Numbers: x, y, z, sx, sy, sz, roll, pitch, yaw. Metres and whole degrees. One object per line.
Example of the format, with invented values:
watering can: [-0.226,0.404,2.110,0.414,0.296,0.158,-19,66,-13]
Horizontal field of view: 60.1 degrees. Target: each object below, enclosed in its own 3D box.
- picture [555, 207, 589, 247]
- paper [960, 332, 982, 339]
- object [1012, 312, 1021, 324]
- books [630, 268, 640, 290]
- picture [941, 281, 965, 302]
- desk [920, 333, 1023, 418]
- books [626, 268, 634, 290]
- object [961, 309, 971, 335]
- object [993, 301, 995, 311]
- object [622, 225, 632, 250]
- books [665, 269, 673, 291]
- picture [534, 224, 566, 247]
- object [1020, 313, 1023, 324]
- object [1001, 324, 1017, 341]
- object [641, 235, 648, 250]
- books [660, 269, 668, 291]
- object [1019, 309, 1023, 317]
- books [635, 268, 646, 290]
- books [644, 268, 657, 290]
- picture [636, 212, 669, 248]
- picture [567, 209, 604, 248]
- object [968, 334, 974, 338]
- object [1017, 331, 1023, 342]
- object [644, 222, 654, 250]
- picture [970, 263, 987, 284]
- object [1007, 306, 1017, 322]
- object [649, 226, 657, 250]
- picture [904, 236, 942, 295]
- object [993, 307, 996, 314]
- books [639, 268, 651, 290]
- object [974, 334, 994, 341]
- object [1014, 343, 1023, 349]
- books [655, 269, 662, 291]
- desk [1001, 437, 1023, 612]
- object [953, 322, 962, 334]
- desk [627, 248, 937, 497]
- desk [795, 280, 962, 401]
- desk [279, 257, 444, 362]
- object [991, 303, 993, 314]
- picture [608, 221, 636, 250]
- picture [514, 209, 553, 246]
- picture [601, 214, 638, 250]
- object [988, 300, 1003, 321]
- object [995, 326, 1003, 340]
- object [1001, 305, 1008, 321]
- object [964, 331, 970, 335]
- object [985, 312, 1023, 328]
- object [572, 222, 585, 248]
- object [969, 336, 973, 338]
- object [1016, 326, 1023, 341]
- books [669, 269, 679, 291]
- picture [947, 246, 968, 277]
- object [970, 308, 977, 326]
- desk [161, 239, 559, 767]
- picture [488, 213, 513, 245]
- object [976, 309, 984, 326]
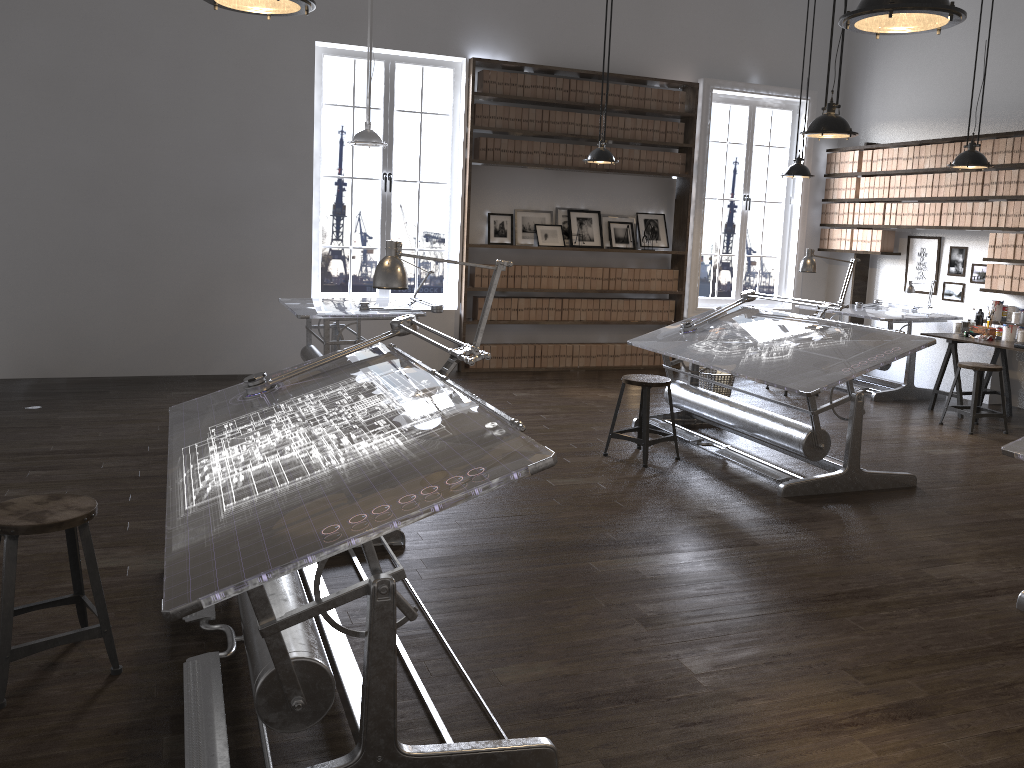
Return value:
picture: [0.626,-1.615,9.161,0.369,0.403,0.092,-1,8,-21]
paper: [3.973,-0.422,7.642,0.138,0.038,0.156,-5,12,-35]
object: [4.371,-0.573,7.677,0.062,0.094,0.062,-3,10,-35]
books: [1.282,-1.113,9.403,0.067,0.224,0.176,0,9,-21]
picture: [4.261,-0.890,8.547,0.023,0.182,0.253,0,9,-21]
desk: [4.189,0.023,7.202,0.655,0.665,1.680,-1,10,-21]
books: [1.216,-1.112,9.378,0.067,0.224,0.175,0,9,-21]
object: [4.004,-0.549,7.812,0.068,0.228,0.069,-1,8,-24]
object: [4.159,-0.601,7.665,0.021,0.226,0.007,1,7,-9]
object: [1.200,-1.523,9.203,0.124,0.258,0.040,0,8,-21]
books: [1.659,-1.123,9.547,0.067,0.224,0.175,0,9,-21]
picture: [0.387,-1.505,8.998,0.300,0.227,0.145,-1,9,-21]
object: [4.409,-0.560,7.619,0.063,0.093,0.063,-3,10,-35]
object: [4.208,-0.435,7.495,0.104,0.141,0.105,-2,9,-28]
object: [1.387,-1.476,9.252,0.066,0.164,0.040,0,8,-21]
books: [1.595,-1.121,9.521,0.067,0.224,0.176,0,9,-21]
object: [4.471,-0.590,7.728,0.094,0.127,0.095,4,8,9]
books: [1.347,-1.114,9.422,0.067,0.224,0.176,0,9,-21]
books: [1.467,-1.117,9.470,0.067,0.224,0.176,0,9,-21]
picture: [1.502,-1.640,9.458,0.343,0.362,0.162,-1,8,-21]
picture: [0.761,-1.601,9.157,0.373,0.389,0.150,-1,8,-21]
object: [3.952,-0.410,7.611,0.011,0.017,0.173,4,10,10]
object: [4.258,-0.397,7.400,0.062,0.094,0.062,5,9,19]
object: [1.434,-1.552,9.298,0.118,0.302,0.040,0,8,-21]
picture: [4.378,-1.023,8.237,0.023,0.182,0.253,0,9,-21]
object: [4.401,-0.617,7.802,0.070,0.129,0.070,5,8,17]
object: [1.488,-1.538,9.351,0.110,0.260,0.040,0,8,-21]
picture: [4.119,-1.196,8.892,0.040,0.571,0.418,0,9,-21]
object: [4.153,-0.586,7.656,0.006,0.191,0.056,0,8,-22]
books: [1.408,-1.116,9.449,0.067,0.224,0.176,0,9,-21]
object: [4.000,-0.401,7.512,0.132,0.050,0.198,4,10,8]
object: [4.193,-0.270,6.863,0.312,0.033,0.449,-1,11,-21]
books: [1.530,-1.118,9.492,0.067,0.224,0.176,0,9,-21]
desk: [2.867,0.372,2.863,1.076,1.377,2.084,-1,10,-21]
object: [3.965,-0.500,7.879,0.068,0.104,0.069,0,8,-16]
desk: [1.688,-0.233,5.970,1.076,1.377,2.296,-1,10,-21]
desk: [3.595,-0.486,8.679,1.071,1.090,1.278,-1,9,-21]
desk: [-1.161,-0.429,6.932,1.171,1.181,1.278,-1,9,-21]
object: [4.138,-0.592,7.654,0.007,0.213,0.055,4,8,14]
picture: [1.155,-1.562,9.323,0.289,0.288,0.128,-1,8,-21]
picture: [0.225,-1.585,9.007,0.415,0.363,0.084,-1,8,-21]
picture: [1.130,-1.603,9.352,0.434,0.359,0.096,-1,8,-21]
object: [4.296,-0.651,7.870,0.107,0.176,0.107,0,8,-19]
object: [4.147,-0.432,7.544,0.049,0.111,0.050,-1,8,-24]
object: [4.374,-0.630,7.867,0.051,0.139,0.050,-1,8,-23]
object: [3.993,-0.444,7.767,0.049,0.037,0.049,-2,10,-24]
object: [4.281,-0.552,7.666,0.345,0.145,0.077,3,8,2]
object: [0.664,-1.509,8.986,0.174,0.258,0.040,-1,8,-21]
object: [3.952,-0.405,7.625,0.005,0.005,0.159,5,10,13]
object: [4.324,-0.423,7.489,0.094,0.127,0.095,0,9,-17]
books: [1.722,-1.123,9.564,0.067,0.224,0.176,0,9,-21]
picture: [4.279,-1.177,8.502,0.022,0.283,0.203,0,9,-21]
object: [4.071,-0.554,7.837,0.068,0.236,0.069,-1,8,-24]
desk: [-0.574,0.206,2.950,1.076,1.377,2.084,-1,10,-21]
picture: [-0.114,-1.556,8.902,0.267,0.313,0.058,-1,8,-21]
object: [4.150,-0.552,7.867,0.068,0.228,0.069,-1,8,-24]
